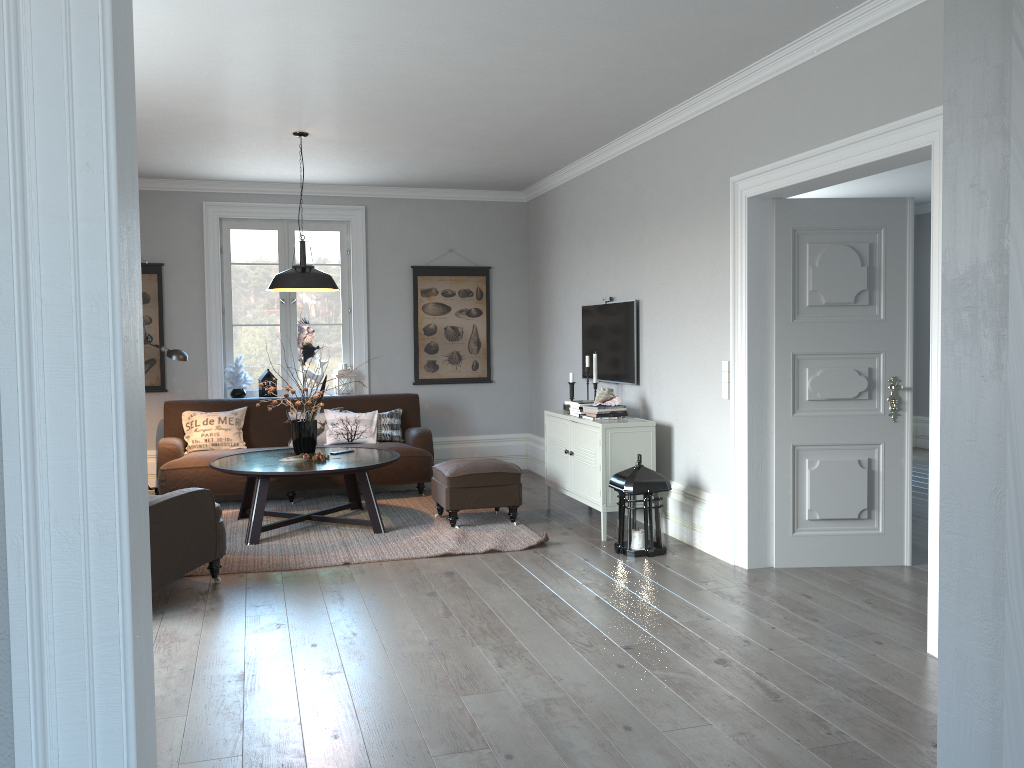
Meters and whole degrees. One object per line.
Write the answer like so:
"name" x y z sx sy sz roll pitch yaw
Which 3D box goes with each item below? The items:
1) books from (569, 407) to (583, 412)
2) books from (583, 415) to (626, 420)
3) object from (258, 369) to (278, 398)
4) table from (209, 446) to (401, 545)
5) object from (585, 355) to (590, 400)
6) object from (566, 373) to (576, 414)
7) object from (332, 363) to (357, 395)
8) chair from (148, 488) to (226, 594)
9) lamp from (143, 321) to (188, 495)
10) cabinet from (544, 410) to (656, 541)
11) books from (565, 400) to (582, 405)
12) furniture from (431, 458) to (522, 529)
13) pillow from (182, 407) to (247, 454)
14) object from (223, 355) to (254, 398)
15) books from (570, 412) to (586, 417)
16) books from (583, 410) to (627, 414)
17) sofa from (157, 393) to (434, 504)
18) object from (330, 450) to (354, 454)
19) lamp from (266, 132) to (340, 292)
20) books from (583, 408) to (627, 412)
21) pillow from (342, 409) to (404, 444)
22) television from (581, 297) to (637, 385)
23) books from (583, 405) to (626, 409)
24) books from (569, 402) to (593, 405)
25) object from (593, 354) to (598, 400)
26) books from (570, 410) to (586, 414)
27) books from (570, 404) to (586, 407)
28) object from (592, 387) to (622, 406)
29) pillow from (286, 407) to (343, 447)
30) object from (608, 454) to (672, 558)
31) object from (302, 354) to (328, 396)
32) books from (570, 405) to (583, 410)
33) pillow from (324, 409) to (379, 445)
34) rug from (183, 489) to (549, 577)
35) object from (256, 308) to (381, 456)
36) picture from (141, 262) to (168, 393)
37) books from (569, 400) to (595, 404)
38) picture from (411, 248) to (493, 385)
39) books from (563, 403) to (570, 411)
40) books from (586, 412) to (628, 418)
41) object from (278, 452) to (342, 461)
"books" 0.569 0.177 6.288 0.271 0.016 0.222 -2 3 -16
"books" 0.630 0.227 6.069 0.243 0.014 0.196 -2 3 -16
"object" -2.224 0.004 8.074 0.155 0.284 0.155 -2 3 -26
"table" -1.433 0.769 6.230 1.300 0.503 1.300 -2 3 -23
"object" 0.548 0.004 6.408 0.092 0.431 0.092 1 3 33
"object" 0.436 0.064 6.465 0.083 0.311 0.083 -3 3 -39
"object" -1.558 -0.033 8.246 0.193 0.322 0.193 -2 3 -22
"chair" -2.056 0.705 4.621 0.807 0.795 0.970 1 3 25
"lamp" -3.221 0.178 6.998 1.864 1.644 0.797 0 3 21
"cabinet" 0.584 0.601 6.277 0.408 0.757 1.152 -2 3 -16
"books" 0.523 0.140 6.706 0.199 0.024 0.161 1 3 28
"furniture" -0.250 0.765 6.314 0.583 0.439 0.574 -2 3 -16
"pillow" -2.449 0.384 7.311 0.519 0.368 0.240 -2 3 -16
"object" -2.484 -0.059 7.987 0.263 0.423 0.248 0 3 19
"books" 0.570 0.212 6.288 0.271 0.022 0.200 -2 3 -14
"books" 0.634 0.186 6.060 0.235 0.014 0.184 -2 3 -27
"sofa" -1.776 0.539 7.403 2.165 0.824 0.969 -2 3 -16
"object" -1.245 0.497 6.507 0.051 0.011 0.207 1 4 34
"lamp" -1.455 -1.189 6.140 0.504 1.075 0.504 1 3 31
"books" 0.632 0.171 6.052 0.235 0.017 0.184 -2 3 -29
"pillow" -1.200 0.365 7.674 0.542 0.288 0.183 -2 3 -15
"television" 0.741 -0.336 6.800 0.041 0.657 1.063 -2 3 -16
"books" 0.630 0.155 6.056 0.235 0.014 0.184 -2 3 -29
"books" 0.561 0.136 6.278 0.260 0.010 0.196 -2 3 -18
"object" 0.610 -0.013 6.492 0.066 0.457 0.066 2 4 41
"books" 0.564 0.193 6.278 0.253 0.016 0.200 -2 3 -18
"books" 0.566 0.146 6.279 0.265 0.010 0.196 -2 3 -16
"object" 0.632 0.085 6.062 0.194 0.127 0.192 -2 3 -23
"pillow" -1.663 0.377 7.500 0.472 0.347 0.159 -2 3 -19
"object" 0.780 0.723 5.407 0.323 0.599 0.323 -2 3 -16
"object" -1.797 -0.067 8.113 0.239 0.410 0.128 -2 3 -20
"books" 0.561 0.160 6.281 0.251 0.019 0.200 -2 3 -14
"pillow" -1.362 0.363 7.510 0.471 0.309 0.188 -2 3 -16
"rug" -1.413 0.961 6.282 2.819 0.090 2.400 -2 3 -16
"object" -1.325 -0.010 6.162 0.525 1.065 0.853 2 4 44
"picture" -3.446 -0.574 7.739 0.793 1.313 0.057 -2 3 -16
"books" 0.561 0.127 6.285 0.263 0.008 0.212 -2 3 -15
"picture" -0.580 -0.656 8.578 0.793 1.313 0.057 -2 3 -16
"books" 0.536 0.177 6.685 0.218 0.049 0.276 -2 3 -16
"books" 0.647 0.206 6.065 0.238 0.027 0.175 -2 3 -20
"object" -1.396 0.497 6.135 0.404 0.067 0.153 -1 3 1
